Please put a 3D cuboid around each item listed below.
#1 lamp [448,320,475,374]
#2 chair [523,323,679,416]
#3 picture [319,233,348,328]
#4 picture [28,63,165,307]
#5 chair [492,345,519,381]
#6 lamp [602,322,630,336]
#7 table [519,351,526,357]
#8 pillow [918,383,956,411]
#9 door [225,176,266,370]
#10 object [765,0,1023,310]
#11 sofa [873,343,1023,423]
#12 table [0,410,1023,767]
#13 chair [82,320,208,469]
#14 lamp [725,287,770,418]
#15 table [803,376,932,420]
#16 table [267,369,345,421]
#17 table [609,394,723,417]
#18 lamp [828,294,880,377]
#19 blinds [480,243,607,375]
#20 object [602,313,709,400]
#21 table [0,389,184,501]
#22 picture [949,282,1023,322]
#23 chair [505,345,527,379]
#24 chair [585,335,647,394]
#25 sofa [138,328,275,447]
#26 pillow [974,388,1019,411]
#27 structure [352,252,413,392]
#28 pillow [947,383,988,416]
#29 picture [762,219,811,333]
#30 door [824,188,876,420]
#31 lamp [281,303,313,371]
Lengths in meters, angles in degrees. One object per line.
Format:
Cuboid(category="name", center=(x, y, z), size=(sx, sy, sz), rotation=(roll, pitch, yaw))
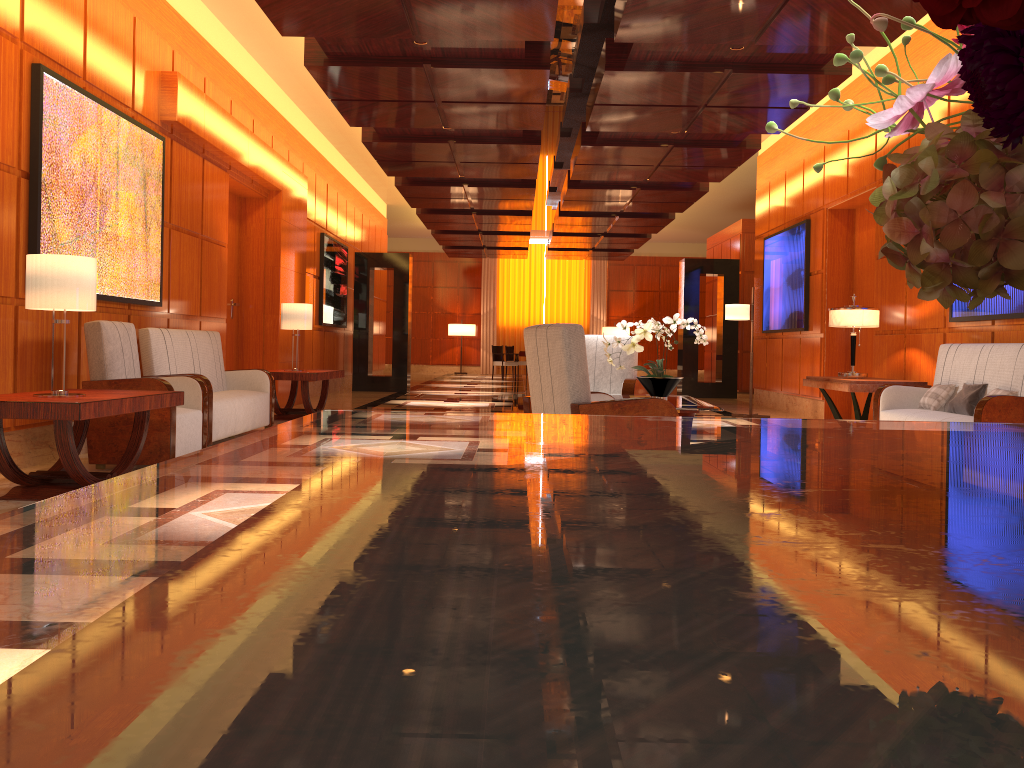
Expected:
Cuboid(category="lamp", center=(-1.521, -1.119, 26.730), size=(0.811, 1.660, 0.810), rotation=(2, 1, 40))
Cuboid(category="chair", center=(0.438, 0.166, 4.688), size=(0.628, 0.961, 0.738), rotation=(1, 1, -21))
Cuboid(category="picture", center=(-2.978, -1.687, 14.874), size=(0.056, 1.452, 1.998), rotation=(1, 2, 0))
Cuboid(category="picture", center=(-3.023, -1.348, 6.612), size=(0.056, 1.452, 1.998), rotation=(1, 2, 0))
Cuboid(category="chair", center=(-0.227, -0.545, 22.717), size=(0.576, 0.894, 0.584), rotation=(2, 1, 38))
Cuboid(category="lamp", center=(3.122, -1.029, 26.705), size=(0.811, 1.660, 0.810), rotation=(2, 1, 40))
Cuboid(category="table", center=(1.263, -0.461, 22.873), size=(2.106, 0.741, 0.784), rotation=(0, 2, -29))
Cuboid(category="pillow", center=(3.419, 0.106, 7.139), size=(0.195, 0.227, 0.344), rotation=(1, 2, 5))
Cuboid(category="door", center=(-3.265, -0.972, 10.291), size=(0.340, 2.651, 1.500), rotation=(1, 1, 0))
Cuboid(category="object", center=(0.532, -0.247, 0.469), size=(0.649, 0.658, 0.680), rotation=(1, 1, -9))
Cuboid(category="sofa", center=(3.376, 0.153, 6.685), size=(0.612, 0.932, 1.800), rotation=(1, 2, 1))
Cuboid(category="table", center=(0.520, 0.456, 0.451), size=(1.600, 0.744, 1.601), rotation=(1, 2, 0))
Cuboid(category="chair", center=(-2.481, 0.056, 6.008), size=(0.628, 0.961, 0.738), rotation=(1, 1, -1))
Cuboid(category="lamp", center=(2.949, -0.394, 11.182), size=(0.526, 1.660, 0.360), rotation=(1, 0, -10))
Cuboid(category="table", center=(3.315, 0.255, 8.395), size=(0.725, 0.606, 1.271), rotation=(1, 2, 1))
Cuboid(category="table", center=(-2.361, 0.121, 9.833), size=(0.725, 0.534, 1.168), rotation=(1, 2, 3))
Cuboid(category="table", center=(0.966, 0.359, 6.174), size=(0.722, 0.496, 1.561), rotation=(1, 2, 3))
Cuboid(category="lamp", center=(3.260, -0.465, 8.462), size=(0.458, 0.793, 0.459), rotation=(1, 1, -38))
Cuboid(category="blinds", center=(0.972, -2.305, 27.347), size=(3.853, 4.064, 0.149), rotation=(1, 0, 0))
Cuboid(category="object", center=(1.033, -0.201, 6.292), size=(0.788, 0.617, 0.418), rotation=(0, 1, -22))
Cuboid(category="table", center=(-2.389, 0.326, 4.822), size=(0.725, 0.534, 1.168), rotation=(1, 2, 3))
Cuboid(category="picture", center=(3.819, -1.219, 6.672), size=(0.056, 1.452, 1.998), rotation=(1, 2, 0))
Cuboid(category="chair", center=(0.101, -0.589, 23.933), size=(0.576, 0.894, 0.584), rotation=(1, 1, 28))
Cuboid(category="chair", center=(0.752, 0.050, 7.669), size=(0.738, 0.961, 0.628), rotation=(1, 1, 19))
Cuboid(category="sofa", center=(-2.586, 0.000, 7.625), size=(0.612, 0.932, 1.800), rotation=(1, 2, 1))
Cuboid(category="pillow", center=(3.408, 0.147, 6.257), size=(0.202, 0.229, 0.273), rotation=(1, 1, 3))
Cuboid(category="structure", center=(-2.352, -1.118, 16.139), size=(0.985, 2.498, 0.500), rotation=(1, 0, 0))
Cuboid(category="pillow", center=(3.446, 0.115, 6.704), size=(0.160, 0.253, 0.358), rotation=(1, 2, -3))
Cuboid(category="picture", center=(3.851, -1.460, 12.533), size=(0.056, 1.452, 1.998), rotation=(1, 2, 0))
Cuboid(category="door", center=(4.078, -0.830, 10.270), size=(0.340, 2.651, 1.538), rotation=(1, 1, 0))
Cuboid(category="lamp", center=(1.734, -0.232, 4.877), size=(0.335, 0.734, 13.008), rotation=(1, 2, -40))
